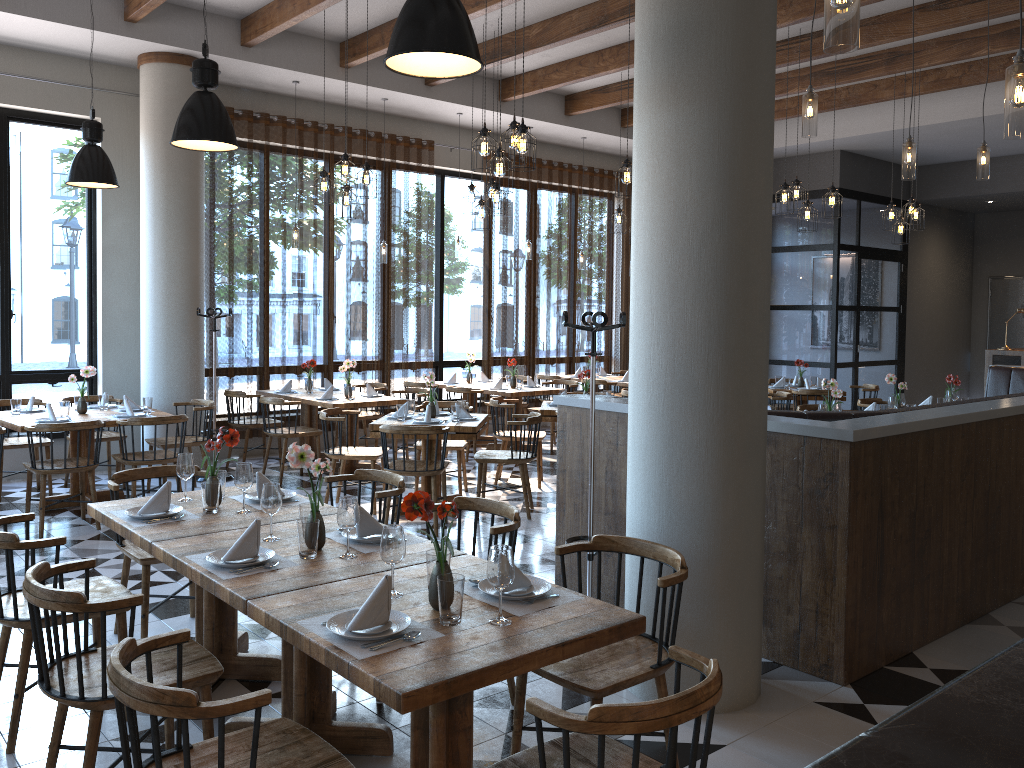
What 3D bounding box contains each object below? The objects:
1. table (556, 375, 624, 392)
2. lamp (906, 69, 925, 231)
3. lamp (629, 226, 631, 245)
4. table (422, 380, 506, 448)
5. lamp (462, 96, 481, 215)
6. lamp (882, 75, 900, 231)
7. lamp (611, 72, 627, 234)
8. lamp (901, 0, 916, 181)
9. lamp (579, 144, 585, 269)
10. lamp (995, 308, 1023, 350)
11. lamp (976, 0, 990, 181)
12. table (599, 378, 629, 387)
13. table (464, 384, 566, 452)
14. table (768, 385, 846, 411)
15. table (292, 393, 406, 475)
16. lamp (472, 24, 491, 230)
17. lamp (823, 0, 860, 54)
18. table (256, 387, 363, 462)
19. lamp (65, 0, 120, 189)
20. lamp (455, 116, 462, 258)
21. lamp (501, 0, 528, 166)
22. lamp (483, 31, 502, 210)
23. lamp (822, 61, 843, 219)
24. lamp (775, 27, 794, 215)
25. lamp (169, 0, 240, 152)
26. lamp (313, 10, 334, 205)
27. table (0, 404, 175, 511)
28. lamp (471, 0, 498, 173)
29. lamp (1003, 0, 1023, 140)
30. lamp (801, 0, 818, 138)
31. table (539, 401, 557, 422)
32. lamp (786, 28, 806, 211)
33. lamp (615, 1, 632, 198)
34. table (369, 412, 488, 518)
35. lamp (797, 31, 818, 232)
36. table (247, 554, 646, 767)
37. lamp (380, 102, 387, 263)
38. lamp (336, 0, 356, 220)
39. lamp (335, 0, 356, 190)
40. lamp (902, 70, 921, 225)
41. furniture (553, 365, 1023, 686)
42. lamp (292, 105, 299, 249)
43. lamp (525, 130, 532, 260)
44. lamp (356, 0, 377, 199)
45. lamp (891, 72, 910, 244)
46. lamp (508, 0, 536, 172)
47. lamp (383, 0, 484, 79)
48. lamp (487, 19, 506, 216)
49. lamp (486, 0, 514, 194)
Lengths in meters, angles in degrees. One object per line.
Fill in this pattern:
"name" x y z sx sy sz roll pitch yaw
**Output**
"table" 1.112 0.277 12.456 0.851 0.762 0.851 -2 5 -40
"lamp" 4.376 -2.695 9.542 0.175 2.067 0.175 -1 3 -30
"lamp" 1.469 -2.660 10.282 0.175 2.067 0.175 3 3 44
"table" -0.529 0.369 11.057 0.851 0.762 0.851 -2 5 -40
"lamp" -0.394 -2.746 8.883 0.175 2.067 0.175 -1 3 -32
"lamp" 4.291 -2.774 9.967 0.175 2.067 0.175 0 2 -8
"lamp" 1.268 -2.801 10.367 0.175 2.067 0.175 1 2 11
"lamp" 2.412 -2.217 5.329 0.078 1.961 0.078 1 2 0
"lamp" 0.980 -2.576 12.280 0.078 1.961 0.078 2 3 35
"lamp" 5.648 -0.484 9.916 0.445 0.755 0.170 2 3 25
"lamp" 3.230 -2.376 6.021 0.078 1.961 0.078 0 2 -22
"table" 1.667 0.336 11.805 0.851 0.762 0.851 -2 5 -40
"table" 0.027 0.428 10.406 0.851 0.762 0.851 -2 5 -40
"table" 3.549 0.432 10.914 0.864 0.762 0.866 1 4 4
"table" -1.649 0.522 8.978 0.851 0.762 0.851 -2 5 -40
"lamp" -0.289 -2.556 8.703 0.175 2.067 0.175 0 2 -21
"lamp" 0.774 -1.754 2.014 0.078 1.961 0.078 2 3 35
"table" -2.204 0.462 9.629 0.851 0.762 0.851 -2 5 -40
"lamp" -3.272 -2.483 6.900 0.390 1.862 0.391 2 3 27
"lamp" -0.651 -2.536 10.886 0.078 1.961 0.078 -1 3 -33
"lamp" 0.026 -2.581 6.194 0.175 2.067 0.175 0 2 -23
"lamp" -0.186 -2.801 8.904 0.175 2.067 0.175 0 2 -21
"lamp" 3.069 -2.622 8.429 0.175 2.067 0.175 1 2 -1
"lamp" 2.657 -2.682 8.565 0.175 2.067 0.175 2 2 22
"lamp" -1.790 -2.324 5.164 0.391 1.862 0.391 2 3 37
"lamp" -1.668 -2.637 7.874 0.175 2.067 0.175 1 2 2
"table" -3.563 0.628 7.354 1.215 0.762 1.218 -2 5 -37
"lamp" -0.181 -2.525 6.170 0.175 2.067 0.175 -1 3 -34
"lamp" 1.573 -1.740 2.698 0.078 1.961 0.078 0 2 -9
"lamp" 1.570 -2.276 4.606 0.078 1.961 0.078 2 2 25
"table" 0.703 0.591 8.488 0.864 0.762 0.866 1 4 4
"lamp" 2.813 -2.747 8.702 0.175 2.067 0.175 2 3 33
"lamp" 0.939 -2.545 7.129 0.175 2.067 0.175 0 2 -13
"table" -0.666 0.667 7.321 0.864 0.762 0.866 1 4 4
"lamp" 2.852 -2.498 8.483 0.175 2.067 0.175 2 3 33
"table" -0.210 1.048 2.652 0.851 0.762 0.851 -2 5 -40
"lamp" -1.469 -2.376 10.194 0.078 1.961 0.078 1 2 0
"lamp" -1.456 -2.499 7.820 0.175 2.067 0.175 2 3 35
"lamp" -1.422 -2.711 7.582 0.175 2.067 0.175 2 3 35
"lamp" 4.490 -2.822 9.899 0.175 2.067 0.175 1 2 3
"furniture" 3.368 0.570 6.753 6.591 1.148 1.920 -3 6 -40
"lamp" -2.312 -2.435 9.471 0.078 1.961 0.078 2 2 25
"lamp" 0.229 -2.619 11.635 0.078 1.961 0.078 2 3 39
"lamp" -1.262 -2.663 7.717 0.175 2.067 0.175 2 2 24
"lamp" 4.309 -2.582 9.759 0.175 2.067 0.175 1 2 3
"lamp" 0.080 -2.451 5.824 0.175 2.067 0.175 2 3 34
"lamp" -0.293 -2.164 3.409 0.390 1.862 0.391 2 3 27
"lamp" -0.140 -2.671 8.533 0.175 2.067 0.175 2 3 35
"lamp" -0.072 -2.335 5.992 0.175 2.067 0.175 0 2 -23
